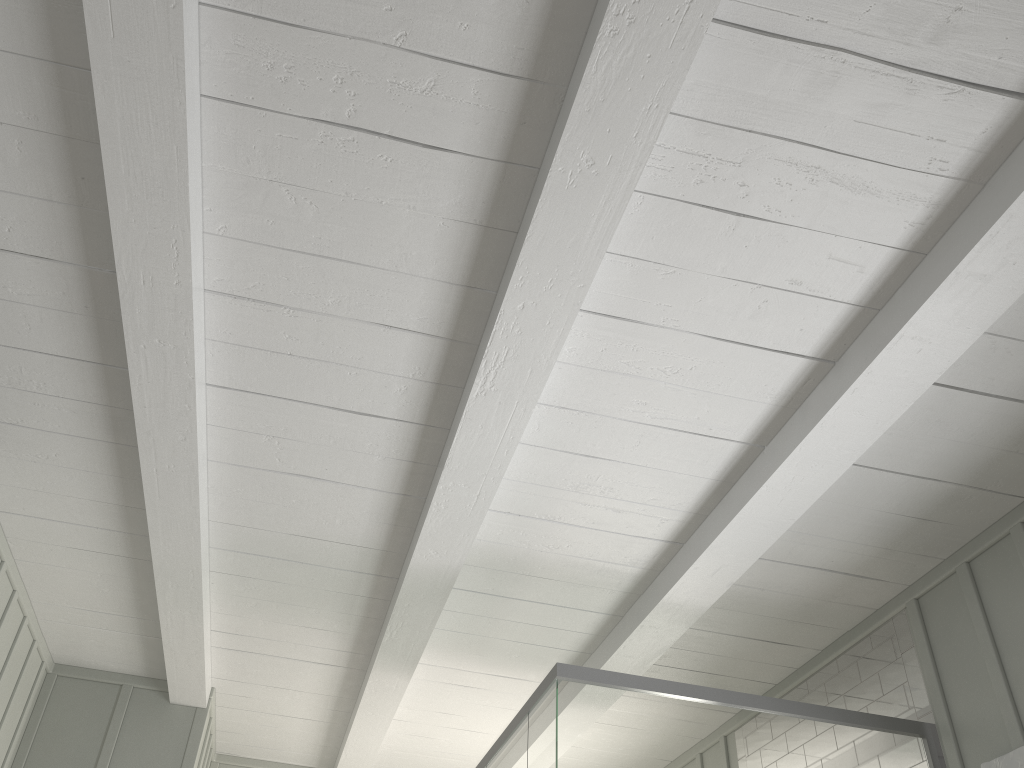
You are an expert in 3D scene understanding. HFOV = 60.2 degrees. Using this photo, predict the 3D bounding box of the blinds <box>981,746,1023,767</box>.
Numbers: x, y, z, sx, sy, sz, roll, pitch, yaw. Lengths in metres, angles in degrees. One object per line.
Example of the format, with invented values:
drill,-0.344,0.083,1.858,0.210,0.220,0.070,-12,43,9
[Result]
blinds,1.425,0.890,1.973,0.072,0.376,1.049,11,-40,-10
